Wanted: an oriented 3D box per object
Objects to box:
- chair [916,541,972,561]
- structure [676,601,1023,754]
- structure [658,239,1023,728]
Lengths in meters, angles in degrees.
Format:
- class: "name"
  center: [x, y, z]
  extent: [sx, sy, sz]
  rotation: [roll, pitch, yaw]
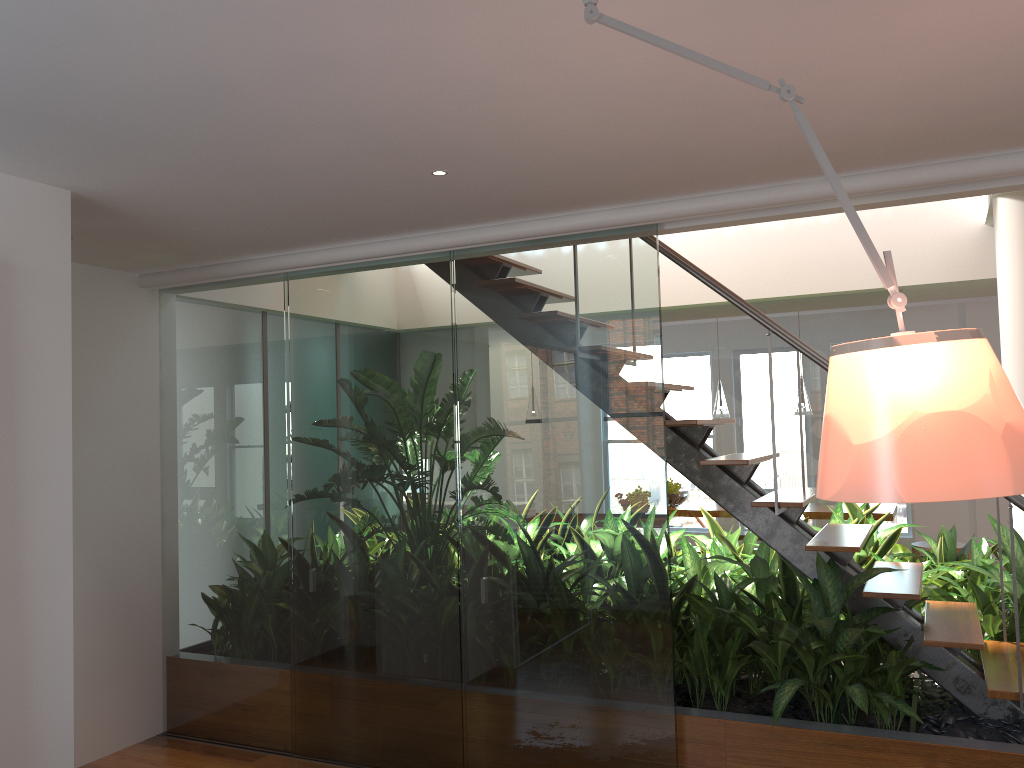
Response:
- class: "chair"
  center: [3.657, 1.567, 7.539]
  extent: [0.460, 0.400, 0.460]
  rotation: [-4, -3, 35]
- class: "structure"
  center: [1.339, 1.527, 4.813]
  extent: [5.584, 0.386, 3.088]
  rotation: [-3, -3, 26]
- class: "structure"
  center: [0.589, -0.531, 5.008]
  extent: [4.591, 4.265, 2.552]
  rotation: [-3, -3, 26]
